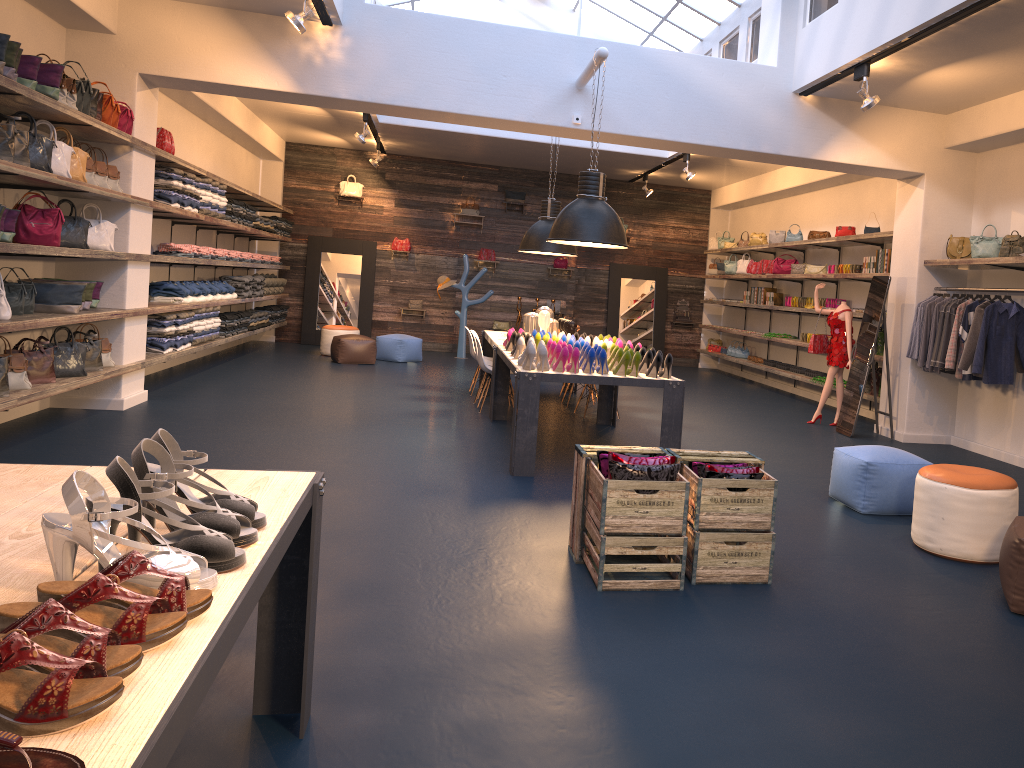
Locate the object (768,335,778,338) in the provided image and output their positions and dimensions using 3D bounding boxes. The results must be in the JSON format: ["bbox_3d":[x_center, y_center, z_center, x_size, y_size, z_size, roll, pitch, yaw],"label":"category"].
[{"bbox_3d":[4.056,-0.727,13.394,0.245,0.058,0.080,3,5,-17],"label":"object"}]

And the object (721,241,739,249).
[{"bbox_3d":[4.000,-2.559,16.013,0.336,0.173,0.250,10,7,43],"label":"object"}]

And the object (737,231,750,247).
[{"bbox_3d":[4.079,-2.530,15.229,0.111,0.299,0.270,2,4,-37],"label":"object"}]

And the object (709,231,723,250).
[{"bbox_3d":[4.008,-2.758,16.781,0.412,0.385,0.199,5,3,12],"label":"object"}]

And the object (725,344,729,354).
[{"bbox_3d":[3.996,-0.665,15.839,0.191,0.279,0.062,6,2,20],"label":"object"}]

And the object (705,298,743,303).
[{"bbox_3d":[4.021,-1.555,16.156,0.495,0.060,1.483,4,7,-6],"label":"object"}]

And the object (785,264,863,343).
[{"bbox_3d":[4.388,-1.110,12.378,0.467,1.131,2.627,4,6,-5],"label":"object"}]

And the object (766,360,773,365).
[{"bbox_3d":[4.161,-0.335,13.906,0.193,0.087,0.064,3,4,-12],"label":"object"}]

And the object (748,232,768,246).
[{"bbox_3d":[4.096,-2.408,14.439,0.341,0.233,0.216,9,6,40],"label":"object"}]

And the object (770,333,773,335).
[{"bbox_3d":[4.126,-0.765,13.542,0.240,0.068,0.082,4,5,-6],"label":"object"}]

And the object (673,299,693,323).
[{"bbox_3d":[3.360,-1.440,17.035,0.370,0.459,0.226,4,3,-12],"label":"object"}]

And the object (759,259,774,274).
[{"bbox_3d":[4.094,-1.887,13.939,0.146,0.249,0.295,2,5,-36],"label":"object"}]

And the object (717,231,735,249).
[{"bbox_3d":[4.015,-2.691,16.299,0.341,0.366,0.189,7,4,33],"label":"object"}]

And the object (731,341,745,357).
[{"bbox_3d":[4.008,-0.613,15.360,0.259,0.282,0.102,6,3,25],"label":"object"}]

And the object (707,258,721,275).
[{"bbox_3d":[3.934,-2.263,16.682,0.327,0.334,0.177,7,4,35],"label":"object"}]

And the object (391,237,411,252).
[{"bbox_3d":[-1.994,-2.517,15.663,0.340,0.253,0.137,4,3,-1],"label":"object"}]

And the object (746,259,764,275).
[{"bbox_3d":[4.082,-1.953,14.492,0.312,0.253,0.149,9,5,41],"label":"object"}]

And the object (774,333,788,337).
[{"bbox_3d":[4.141,-0.745,13.365,0.241,0.067,0.083,4,5,-6],"label":"object"}]

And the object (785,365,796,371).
[{"bbox_3d":[4.224,-0.245,13.163,0.193,0.087,0.064,3,4,-12],"label":"object"}]

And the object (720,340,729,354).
[{"bbox_3d":[3.974,-0.697,16.107,0.191,0.279,0.062,6,2,20],"label":"object"}]

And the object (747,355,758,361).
[{"bbox_3d":[4.125,-0.441,14.809,0.212,0.082,0.237,5,6,2],"label":"object"}]

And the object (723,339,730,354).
[{"bbox_3d":[3.987,-0.682,15.981,0.195,0.279,0.060,5,2,10],"label":"object"}]

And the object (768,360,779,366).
[{"bbox_3d":[4.166,-0.327,13.837,0.193,0.087,0.064,3,4,-12],"label":"object"}]

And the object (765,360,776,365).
[{"bbox_3d":[4.155,-0.343,13.973,0.193,0.087,0.064,3,4,-12],"label":"object"}]

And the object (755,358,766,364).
[{"bbox_3d":[4.111,-0.383,14.291,0.223,0.082,0.224,3,6,-19],"label":"object"}]

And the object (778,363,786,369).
[{"bbox_3d":[4.201,-0.278,13.432,0.193,0.087,0.064,3,4,-12],"label":"object"}]

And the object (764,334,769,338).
[{"bbox_3d":[4.041,-0.748,13.570,0.245,0.058,0.080,3,5,-17],"label":"object"}]

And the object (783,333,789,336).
[{"bbox_3d":[4.277,-0.748,13.494,0.254,0.073,0.079,0,6,-34],"label":"object"}]

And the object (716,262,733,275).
[{"bbox_3d":[3.981,-2.147,16.159,0.390,0.231,0.191,7,5,29],"label":"object"}]

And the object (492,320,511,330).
[{"bbox_3d":[-0.172,-1.089,16.132,0.393,0.173,0.214,1,6,-33],"label":"object"}]

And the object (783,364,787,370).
[{"bbox_3d":[4.217,-0.253,13.231,0.193,0.087,0.064,3,4,-12],"label":"object"}]

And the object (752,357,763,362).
[{"bbox_3d":[4.130,-0.411,14.552,0.224,0.082,0.224,2,6,-19],"label":"object"}]

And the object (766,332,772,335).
[{"bbox_3d":[4.091,-0.779,13.627,0.242,0.063,0.081,4,5,-8],"label":"object"}]

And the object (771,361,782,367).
[{"bbox_3d":[4.177,-0.311,13.704,0.193,0.087,0.064,3,4,-12],"label":"object"}]

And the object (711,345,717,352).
[{"bbox_3d":[3.901,-0.675,16.534,0.207,0.118,0.096,7,4,23],"label":"object"}]

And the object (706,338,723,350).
[{"bbox_3d":[3.966,-0.774,16.955,0.349,0.233,0.211,7,5,23],"label":"object"}]

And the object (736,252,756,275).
[{"bbox_3d":[4.097,-2.094,15.109,0.392,0.384,0.209,9,5,43],"label":"object"}]

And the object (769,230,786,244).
[{"bbox_3d":[4.195,-2.315,13.713,0.256,0.229,0.085,7,4,33],"label":"object"}]

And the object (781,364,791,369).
[{"bbox_3d":[4.212,-0.261,13.296,0.193,0.087,0.064,3,4,-12],"label":"object"}]

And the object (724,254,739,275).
[{"bbox_3d":[3.978,-2.155,15.626,0.341,0.366,0.189,7,4,33],"label":"object"}]

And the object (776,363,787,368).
[{"bbox_3d":[4.195,-0.286,13.498,0.193,0.087,0.064,3,4,-12],"label":"object"}]

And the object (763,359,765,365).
[{"bbox_3d":[4.148,-0.351,14.039,0.193,0.087,0.064,3,4,-12],"label":"object"}]

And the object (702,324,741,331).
[{"bbox_3d":[3.919,-1.038,16.024,0.362,0.024,1.827,4,7,-6],"label":"object"}]

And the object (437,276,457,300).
[{"bbox_3d":[-1.141,-1.671,15.176,0.348,0.440,0.344,4,4,-13],"label":"object"}]

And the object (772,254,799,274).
[{"bbox_3d":[4.225,-1.846,13.414,0.363,0.336,0.286,3,4,-21],"label":"object"}]

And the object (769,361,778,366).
[{"bbox_3d":[4.171,-0.319,13.772,0.193,0.087,0.064,3,4,-12],"label":"object"}]

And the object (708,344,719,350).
[{"bbox_3d":[3.884,-0.700,16.742,0.207,0.118,0.096,7,4,23],"label":"object"}]

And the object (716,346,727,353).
[{"bbox_3d":[3.940,-0.649,16.335,0.207,0.118,0.096,7,4,24],"label":"object"}]

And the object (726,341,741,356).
[{"bbox_3d":[3.986,-0.638,15.557,0.263,0.282,0.101,6,3,18],"label":"object"}]

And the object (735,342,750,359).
[{"bbox_3d":[4.031,-0.589,15.163,0.259,0.282,0.102,6,3,25],"label":"object"}]

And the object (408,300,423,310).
[{"bbox_3d":[-1.750,-1.444,15.759,0.290,0.175,0.096,1,4,-33],"label":"object"}]

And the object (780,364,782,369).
[{"bbox_3d":[4.207,-0.269,13.365,0.193,0.087,0.064,3,4,-12],"label":"object"}]

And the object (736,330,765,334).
[{"bbox_3d":[4.041,-0.868,14.604,0.365,0.029,0.863,4,7,-7],"label":"object"}]
